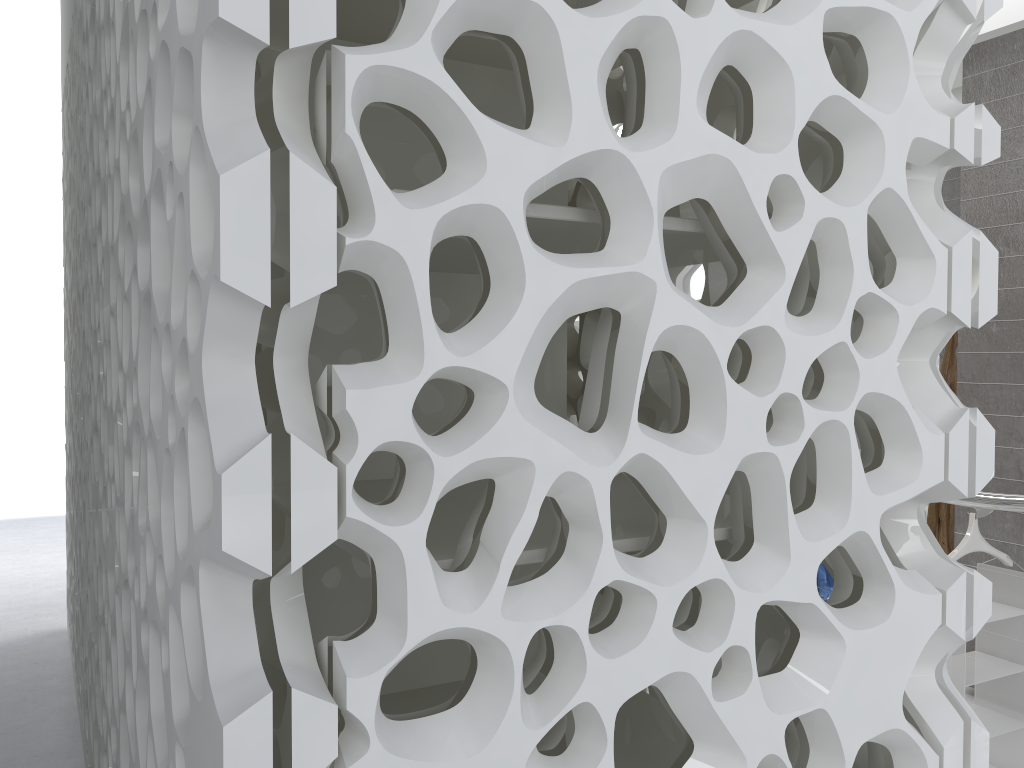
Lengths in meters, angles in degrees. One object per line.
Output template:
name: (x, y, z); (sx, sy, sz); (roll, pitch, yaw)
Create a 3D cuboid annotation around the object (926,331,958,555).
object: (2.719, 0.136, 5.654); (0.400, 2.389, 0.400); (-1, 2, -28)

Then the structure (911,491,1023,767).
structure: (2.645, 0.461, 4.991); (5.433, 2.080, 5.250); (-1, 2, -33)

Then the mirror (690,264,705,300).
mirror: (1.260, -0.525, 5.347); (0.030, 1.980, 1.100); (-1, 2, -28)
